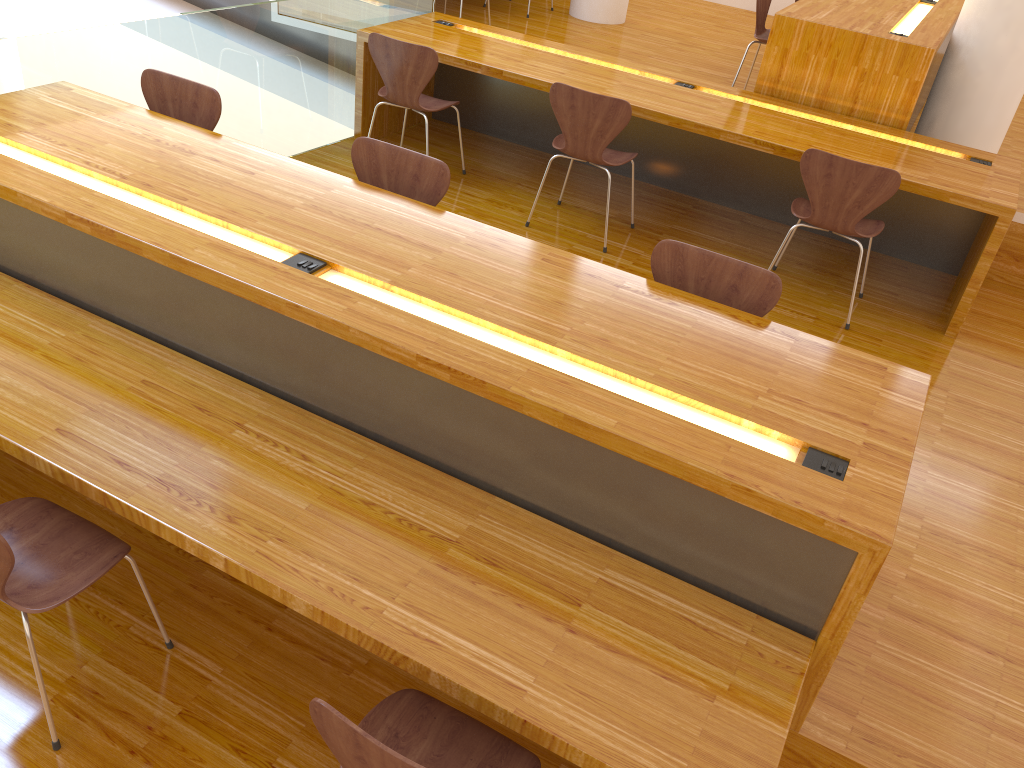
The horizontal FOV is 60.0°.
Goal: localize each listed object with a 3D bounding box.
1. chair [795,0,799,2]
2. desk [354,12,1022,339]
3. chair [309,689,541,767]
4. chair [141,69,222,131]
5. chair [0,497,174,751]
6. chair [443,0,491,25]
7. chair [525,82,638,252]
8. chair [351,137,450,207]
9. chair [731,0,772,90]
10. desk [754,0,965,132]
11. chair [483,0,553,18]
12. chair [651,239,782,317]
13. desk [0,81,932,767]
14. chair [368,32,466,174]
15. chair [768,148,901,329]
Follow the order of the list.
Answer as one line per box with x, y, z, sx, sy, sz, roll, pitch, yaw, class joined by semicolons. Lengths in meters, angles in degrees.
1.957;-2.324;5.708;0.381;0.693;0.428;22;36;19;chair
0.739;-1.173;4.481;3.185;0.606;0.760;22;36;19;desk
-0.151;0.817;1.813;0.428;0.693;0.381;22;36;19;chair
-1.338;-0.761;3.320;0.428;0.693;0.381;22;36;19;chair
-1.150;0.439;2.149;0.428;0.693;0.381;22;36;19;chair
-0.358;-2.640;5.659;0.381;0.693;0.428;22;36;19;chair
0.378;-1.051;4.133;0.428;0.693;0.381;22;36;19;chair
-0.486;-0.419;3.002;0.428;0.693;0.381;22;36;19;chair
1.505;-1.890;4.964;0.381;0.693;0.428;22;36;19;chair
2.314;-2.131;5.571;0.760;0.606;3.185;22;36;19;desk
0.094;-3.073;6.402;0.381;0.693;0.428;22;36;19;chair
0.477;-0.007;2.607;0.428;0.693;0.381;22;36;19;chair
-0.678;0.070;2.604;3.236;0.918;1.285;22;36;19;desk
-0.474;-1.394;4.451;0.428;0.693;0.381;22;36;19;chair
1.376;-0.673;3.797;0.428;0.693;0.381;22;36;19;chair
